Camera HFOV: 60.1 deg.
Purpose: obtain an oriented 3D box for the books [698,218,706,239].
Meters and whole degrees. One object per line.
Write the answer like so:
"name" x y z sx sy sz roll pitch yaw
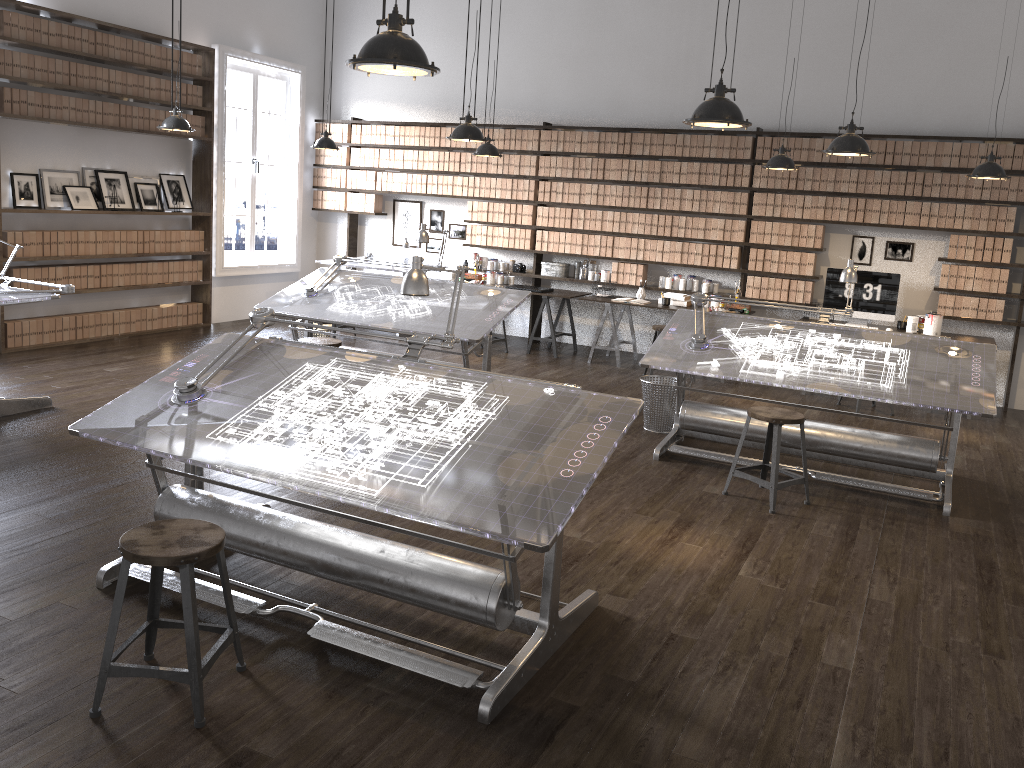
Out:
"books" 1.984 -1.605 9.162 0.067 0.224 0.175 8 11 25

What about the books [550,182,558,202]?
"books" 0.498 -2.126 9.837 0.067 0.224 0.175 8 11 25

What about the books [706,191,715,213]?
"books" 2.057 -1.868 9.101 0.067 0.224 0.175 8 11 25

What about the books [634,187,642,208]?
"books" 1.364 -1.983 9.428 0.067 0.224 0.175 8 11 25

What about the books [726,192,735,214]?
"books" 2.240 -1.836 9.006 0.067 0.224 0.175 8 11 25

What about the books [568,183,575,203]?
"books" 0.689 -2.094 9.746 0.067 0.224 0.175 8 11 25

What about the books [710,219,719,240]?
"books" 2.102 -1.586 9.109 0.067 0.224 0.175 8 11 25

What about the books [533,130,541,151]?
"books" 0.300 -2.703 9.855 0.067 0.224 0.175 8 11 25

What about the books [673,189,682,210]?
"books" 1.747 -1.918 9.240 0.067 0.224 0.175 8 11 25

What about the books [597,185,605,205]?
"books" 0.993 -2.044 9.602 0.067 0.224 0.175 8 11 25

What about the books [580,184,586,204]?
"books" 0.809 -2.074 9.688 0.067 0.224 0.175 8 11 25

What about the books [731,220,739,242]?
"books" 2.289 -1.556 9.025 0.067 0.224 0.175 8 11 25

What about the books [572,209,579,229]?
"books" 0.727 -1.814 9.764 0.067 0.224 0.175 8 11 25

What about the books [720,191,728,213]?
"books" 2.181 -1.846 9.034 0.067 0.224 0.175 8 11 25

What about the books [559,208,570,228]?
"books" 0.593 -1.836 9.827 0.067 0.224 0.175 8 11 25

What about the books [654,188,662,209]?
"books" 1.560 -1.949 9.330 0.067 0.224 0.175 8 11 25

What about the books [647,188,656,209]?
"books" 1.498 -1.961 9.364 0.067 0.224 0.175 8 11 25

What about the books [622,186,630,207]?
"books" 1.246 -2.001 9.476 0.067 0.224 0.175 8 11 25

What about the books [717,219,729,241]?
"books" 2.161 -1.576 9.079 0.067 0.224 0.175 8 11 25

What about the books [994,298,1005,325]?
"books" 4.435 -0.659 8.070 0.067 0.224 0.175 8 11 25

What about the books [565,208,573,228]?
"books" 0.657 -1.825 9.790 0.067 0.224 0.175 8 11 25

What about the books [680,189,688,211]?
"books" 1.809 -1.909 9.215 0.067 0.224 0.175 8 11 25

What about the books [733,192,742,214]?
"books" 2.299 -1.828 8.983 0.067 0.224 0.175 8 11 25

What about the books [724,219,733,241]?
"books" 2.225 -1.566 9.053 0.067 0.224 0.175 8 11 25

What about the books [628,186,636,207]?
"books" 1.305 -1.992 9.453 0.067 0.224 0.175 8 11 25

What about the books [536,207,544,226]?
"books" 0.346 -1.876 9.940 0.067 0.224 0.175 8 11 25

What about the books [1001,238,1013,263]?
"books" 4.465 -1.201 7.992 0.067 0.224 0.175 8 11 25

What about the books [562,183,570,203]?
"books" 0.625 -2.105 9.777 0.067 0.224 0.175 8 11 25

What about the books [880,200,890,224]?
"books" 3.538 -1.628 8.395 0.067 0.224 0.175 8 11 25

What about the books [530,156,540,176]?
"books" 0.276 -2.433 9.902 0.067 0.224 0.175 8 11 25

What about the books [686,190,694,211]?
"books" 1.864 -1.899 9.187 0.067 0.224 0.175 8 11 25

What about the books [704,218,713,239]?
"books" 2.046 -1.596 9.137 0.067 0.224 0.175 8 11 25

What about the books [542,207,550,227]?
"books" 0.410 -1.865 9.906 0.067 0.224 0.175 8 11 25

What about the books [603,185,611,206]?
"books" 1.057 -2.034 9.574 0.067 0.224 0.175 8 11 25

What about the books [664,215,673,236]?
"books" 1.666 -1.658 9.313 0.067 0.224 0.175 8 11 25

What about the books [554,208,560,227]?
"books" 0.533 -1.846 9.852 0.067 0.224 0.175 8 11 25

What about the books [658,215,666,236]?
"books" 1.602 -1.669 9.349 0.067 0.224 0.175 8 11 25

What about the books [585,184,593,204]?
"books" 0.864 -2.065 9.660 0.067 0.224 0.175 8 11 25

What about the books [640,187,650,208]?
"books" 1.429 -1.971 9.391 0.067 0.224 0.175 8 11 25

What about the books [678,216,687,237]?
"books" 1.798 -1.636 9.252 0.067 0.224 0.175 8 11 25

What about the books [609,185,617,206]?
"books" 1.118 -2.023 9.541 0.067 0.224 0.175 8 11 25

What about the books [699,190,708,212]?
"books" 1.993 -1.878 9.129 0.067 0.224 0.175 8 11 25

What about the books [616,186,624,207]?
"books" 1.181 -2.011 9.507 0.067 0.224 0.175 8 11 25

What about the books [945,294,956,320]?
"books" 4.076 -0.719 8.240 0.067 0.224 0.175 8 11 25

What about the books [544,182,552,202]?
"books" 0.429 -2.136 9.864 0.067 0.224 0.175 8 11 25

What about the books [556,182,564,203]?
"books" 0.560 -2.115 9.803 0.067 0.224 0.175 8 11 25

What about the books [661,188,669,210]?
"books" 1.625 -1.939 9.304 0.067 0.224 0.175 8 11 25

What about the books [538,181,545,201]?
"books" 0.365 -2.148 9.900 0.067 0.224 0.175 8 11 25

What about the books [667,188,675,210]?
"books" 1.689 -1.929 9.273 0.067 0.224 0.175 8 11 25

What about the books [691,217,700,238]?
"books" 1.926 -1.616 9.195 0.067 0.224 0.175 8 11 25

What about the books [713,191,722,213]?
"books" 2.117 -1.857 9.068 0.067 0.224 0.175 8 11 25

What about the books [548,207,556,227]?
"books" 0.475 -1.854 9.875 0.067 0.224 0.175 8 11 25

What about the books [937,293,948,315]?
"books" 4.018 -0.730 8.274 0.067 0.224 0.175 8 11 25

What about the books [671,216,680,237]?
"books" 1.736 -1.647 9.286 0.067 0.224 0.175 8 11 25

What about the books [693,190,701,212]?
"books" 1.928 -1.888 9.155 0.067 0.224 0.175 8 11 25

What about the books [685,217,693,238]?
"books" 1.863 -1.626 9.226 0.067 0.224 0.175 8 11 25

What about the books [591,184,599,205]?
"books" 0.929 -2.054 9.628 0.067 0.224 0.175 8 11 25

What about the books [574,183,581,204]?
"books" 0.747 -2.083 9.713 0.067 0.224 0.175 8 11 25
